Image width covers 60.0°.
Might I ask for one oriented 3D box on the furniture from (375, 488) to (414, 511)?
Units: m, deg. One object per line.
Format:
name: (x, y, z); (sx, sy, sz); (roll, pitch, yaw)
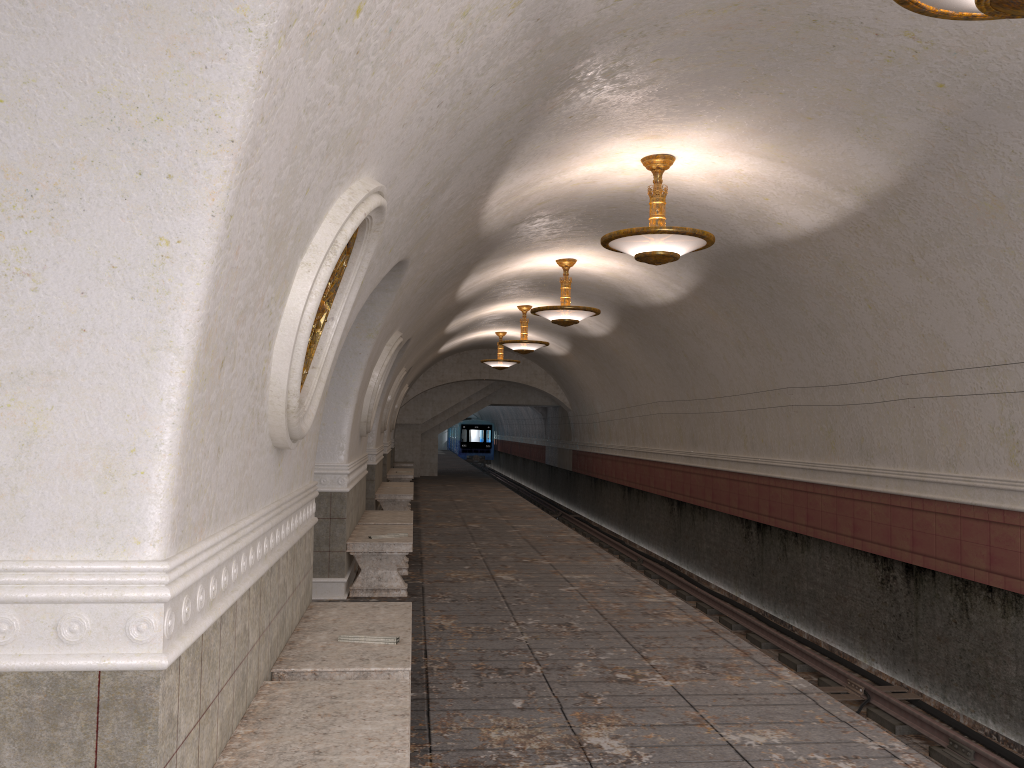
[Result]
furniture: (-1.971, 2.051, 14.913); (0.613, 0.508, 1.509); (1, -3, -6)

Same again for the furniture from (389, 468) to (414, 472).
furniture: (-2.807, 2.426, 22.502); (0.613, 0.508, 1.509); (1, -3, -6)

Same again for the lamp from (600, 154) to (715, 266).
lamp: (1.297, -1.529, 7.908); (1.008, 0.955, 1.008); (2, -3, -22)

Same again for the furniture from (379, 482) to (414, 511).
furniture: (-2.155, 2.134, 16.582); (0.613, 0.508, 1.509); (1, -3, -6)

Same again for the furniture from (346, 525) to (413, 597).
furniture: (-1.312, 1.756, 8.936); (0.613, 0.508, 1.509); (1, -3, -6)

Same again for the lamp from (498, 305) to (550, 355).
lamp: (0.241, -1.056, 17.496); (1.008, 0.955, 1.008); (1, -3, 10)

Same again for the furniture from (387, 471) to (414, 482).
furniture: (-2.623, 2.344, 20.833); (0.613, 0.508, 1.509); (1, -3, -6)

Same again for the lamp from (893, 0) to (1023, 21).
lamp: (1.829, -1.768, 3.080); (1.008, 0.955, 1.008); (2, -3, -22)

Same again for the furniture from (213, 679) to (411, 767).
furniture: (-0.655, 1.461, 2.970); (0.613, 0.508, 1.509); (1, -3, -6)

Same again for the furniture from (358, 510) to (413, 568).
furniture: (-1.496, 1.838, 10.605); (0.613, 0.508, 1.509); (1, -3, -6)

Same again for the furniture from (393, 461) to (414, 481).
furniture: (-3.312, 2.653, 27.090); (0.613, 0.508, 1.509); (1, -3, -6)

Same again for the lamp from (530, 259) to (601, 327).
lamp: (0.769, -1.292, 12.703); (1.008, 0.955, 1.008); (1, -3, 10)

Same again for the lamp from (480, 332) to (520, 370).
lamp: (-0.287, -0.819, 22.291); (1.008, 0.955, 1.008); (-1, -4, 40)

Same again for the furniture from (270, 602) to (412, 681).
furniture: (-0.839, 1.544, 4.639); (0.613, 0.508, 1.509); (1, -3, -6)
